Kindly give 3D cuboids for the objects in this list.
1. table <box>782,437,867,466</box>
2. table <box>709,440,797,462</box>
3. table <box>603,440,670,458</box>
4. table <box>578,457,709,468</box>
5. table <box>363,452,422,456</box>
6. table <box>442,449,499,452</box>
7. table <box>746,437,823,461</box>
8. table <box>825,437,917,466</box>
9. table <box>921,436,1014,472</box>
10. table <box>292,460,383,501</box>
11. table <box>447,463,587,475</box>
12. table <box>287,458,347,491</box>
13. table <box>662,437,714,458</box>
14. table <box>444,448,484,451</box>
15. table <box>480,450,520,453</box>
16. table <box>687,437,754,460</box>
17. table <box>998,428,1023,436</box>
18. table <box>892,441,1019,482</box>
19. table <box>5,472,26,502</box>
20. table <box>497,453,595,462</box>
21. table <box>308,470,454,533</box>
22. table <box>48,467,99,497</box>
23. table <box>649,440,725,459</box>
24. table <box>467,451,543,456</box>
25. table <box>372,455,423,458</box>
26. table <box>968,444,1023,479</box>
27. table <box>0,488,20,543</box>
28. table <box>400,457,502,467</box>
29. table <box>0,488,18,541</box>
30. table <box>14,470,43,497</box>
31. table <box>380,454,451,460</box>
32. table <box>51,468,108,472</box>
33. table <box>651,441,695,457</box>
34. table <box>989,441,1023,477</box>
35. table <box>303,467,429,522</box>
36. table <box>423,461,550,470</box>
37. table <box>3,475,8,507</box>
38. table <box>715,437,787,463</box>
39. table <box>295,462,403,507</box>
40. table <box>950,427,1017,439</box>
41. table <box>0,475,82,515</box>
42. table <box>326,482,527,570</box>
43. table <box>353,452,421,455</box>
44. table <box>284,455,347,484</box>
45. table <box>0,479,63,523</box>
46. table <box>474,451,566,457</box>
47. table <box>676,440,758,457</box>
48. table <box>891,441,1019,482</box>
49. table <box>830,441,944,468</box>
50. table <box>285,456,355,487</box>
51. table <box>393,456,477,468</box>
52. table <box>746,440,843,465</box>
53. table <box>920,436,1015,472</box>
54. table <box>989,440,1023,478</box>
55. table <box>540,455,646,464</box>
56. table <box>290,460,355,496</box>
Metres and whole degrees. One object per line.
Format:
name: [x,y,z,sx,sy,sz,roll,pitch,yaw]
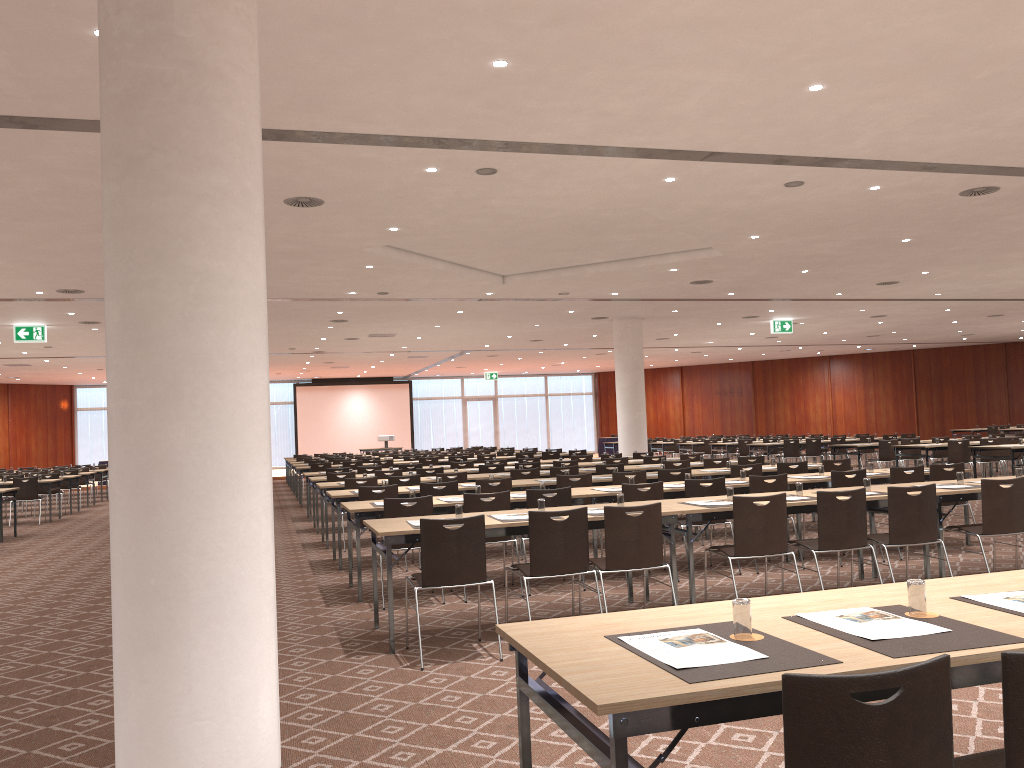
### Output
table: [8.947,1.978,25.401,2.267,0.832,0.953,-2,-3,-16]
table: [6.765,2.038,24.776,2.267,0.832,0.953,-2,-3,-16]
table: [4.576,2.510,32.461,2.267,0.832,0.953,-2,-3,-16]
table: [2.247,1.773,15.690,2.267,0.832,0.953,-2,-3,-16]
table: [-3.629,2.631,28.033,2.267,0.832,0.953,-2,-3,-16]
table: [-1.447,2.571,28.658,2.267,0.832,0.953,-2,-3,-16]
table: [8.399,2.096,27.322,2.267,0.832,0.953,-2,-3,-16]
table: [9.494,1.860,23.480,2.267,0.832,0.953,-2,-3,-16]
table: [10.452,1.653,20.118,2.267,0.832,0.953,-2,-3,-16]
table: [-4.168,2.336,21.645,2.267,0.832,0.953,-2,-3,-16]
table: [0.066,1.833,15.065,2.267,0.832,0.953,-2,-3,-16]
table: [-5.263,2.572,25.487,2.267,0.832,0.953,-2,-3,-16]
table: [6.758,2.451,33.085,2.267,0.832,0.953,-2,-3,-16]
table: [-1.994,2.689,30.579,2.267,0.832,0.953,-2,-3,-16]
table: [-0.900,2.453,26.736,2.267,0.832,0.953,-2,-3,-16]
table: [7.305,2.333,31.164,2.267,0.832,0.953,-2,-3,-16]
table: [16.409,1.775,27.538,2.267,0.832,0.953,-2,-3,-16]
table: [8.818,1.594,17.572,2.267,0.832,0.953,-2,-3,-16]
table: [-14.715,2.933,24.857,2.267,0.832,0.953,-2,-3,-16]
table: [0.742,2.098,20.973,2.267,0.832,0.953,-2,-3,-16]
table: [-2.116,1.892,14.440,2.267,0.832,0.953,-2,-3,-16]
table: [-13.081,2.992,27.403,2.267,0.832,0.953,-2,-3,-16]
table: [5.671,2.274,28.618,2.267,0.832,0.953,-2,-3,-16]
table: [-0.353,2.335,24.815,2.267,0.832,0.953,-2,-3,-16]
table: [-3.081,2.513,26.112,2.267,0.832,0.953,-2,-3,-16]
table: [9.365,1.476,15.651,2.267,0.832,0.953,-2,-3,-16]
table: [-9.387,2.194,14.436,2.267,0.832,0.953,-2,-3,-16]
table: [-1.439,2.158,20.348,2.267,0.832,0.953,-2,-3,-16]
table: [-9.387,2.194,14.436,2.267,0.832,0.953,-2,-3,-16]
table: [-15.262,3.051,26.779,2.267,0.832,0.953,-2,-3,-16]
table: [-2.534,2.394,24.190,2.267,0.832,0.953,-2,-3,-16]
table: [-12.534,2.874,25.482,2.267,0.832,0.953,-2,-3,-16]
table: [5.123,2.392,30.539,2.267,0.832,0.953,-2,-3,-16]
table: [10.999,1.535,18.196,2.267,0.832,0.953,-2,-3,-16]
table: [-2.663,2.011,16.361,2.267,0.832,0.953,-2,-3,-16]
table: [-0.482,1.951,16.986,2.267,0.832,0.953,-2,-3,-16]
table: [-14.168,2.815,22.936,2.267,0.832,0.953,-2,-3,-16]
table: [7.852,2.214,29.243,2.267,0.832,0.953,-2,-3,-16]
table: [-3.621,2.217,19.723,2.267,0.832,0.953,-2,-3,-16]
table: [15.861,1.893,29.459,2.267,0.832,0.953,-2,-3,-16]
table: [-10.892,2.519,19.719,2.267,0.832,0.953,-2,-3,-16]
table: [-1.021,1.656,10.598,2.267,0.832,0.953,-2,-3,-16]
table: [-4.176,2.749,29.954,2.267,0.832,0.953,-2,-3,-16]
table: [-6.357,2.808,29.329,2.267,0.832,0.953,-2,-3,-16]
table: [-10.345,2.401,17.798,2.267,0.832,0.953,-2,-3,-16]
table: [0.195,2.217,22.894,2.267,0.832,0.953,-2,-3,-16]
table: [6.218,2.156,26.697,2.267,0.832,0.953,-2,-3,-16]
table: [8.818,1.594,17.572,2.267,0.832,0.953,-2,-3,-16]
table: [8.270,1.712,19.493,2.267,0.832,0.953,-2,-3,-16]
table: [-5.810,2.690,27.408,2.267,0.832,0.953,-2,-3,-16]
table: [-1.987,2.276,22.269,2.267,0.832,0.953,-2,-3,-16]
table: [7.313,1.919,22.855,2.267,0.832,0.953,-2,-3,-16]
table: [10.452,1.653,20.118,2.267,0.832,0.953,-2,-3,-16]
table: [10.999,1.535,18.196,2.267,0.832,0.953,-2,-3,-16]
table: [1.700,1.892,17.611,2.267,0.832,0.953,-2,-3,-16]
table: [-4.715,2.454,23.566,2.267,0.832,0.953,-2,-3,-16]
